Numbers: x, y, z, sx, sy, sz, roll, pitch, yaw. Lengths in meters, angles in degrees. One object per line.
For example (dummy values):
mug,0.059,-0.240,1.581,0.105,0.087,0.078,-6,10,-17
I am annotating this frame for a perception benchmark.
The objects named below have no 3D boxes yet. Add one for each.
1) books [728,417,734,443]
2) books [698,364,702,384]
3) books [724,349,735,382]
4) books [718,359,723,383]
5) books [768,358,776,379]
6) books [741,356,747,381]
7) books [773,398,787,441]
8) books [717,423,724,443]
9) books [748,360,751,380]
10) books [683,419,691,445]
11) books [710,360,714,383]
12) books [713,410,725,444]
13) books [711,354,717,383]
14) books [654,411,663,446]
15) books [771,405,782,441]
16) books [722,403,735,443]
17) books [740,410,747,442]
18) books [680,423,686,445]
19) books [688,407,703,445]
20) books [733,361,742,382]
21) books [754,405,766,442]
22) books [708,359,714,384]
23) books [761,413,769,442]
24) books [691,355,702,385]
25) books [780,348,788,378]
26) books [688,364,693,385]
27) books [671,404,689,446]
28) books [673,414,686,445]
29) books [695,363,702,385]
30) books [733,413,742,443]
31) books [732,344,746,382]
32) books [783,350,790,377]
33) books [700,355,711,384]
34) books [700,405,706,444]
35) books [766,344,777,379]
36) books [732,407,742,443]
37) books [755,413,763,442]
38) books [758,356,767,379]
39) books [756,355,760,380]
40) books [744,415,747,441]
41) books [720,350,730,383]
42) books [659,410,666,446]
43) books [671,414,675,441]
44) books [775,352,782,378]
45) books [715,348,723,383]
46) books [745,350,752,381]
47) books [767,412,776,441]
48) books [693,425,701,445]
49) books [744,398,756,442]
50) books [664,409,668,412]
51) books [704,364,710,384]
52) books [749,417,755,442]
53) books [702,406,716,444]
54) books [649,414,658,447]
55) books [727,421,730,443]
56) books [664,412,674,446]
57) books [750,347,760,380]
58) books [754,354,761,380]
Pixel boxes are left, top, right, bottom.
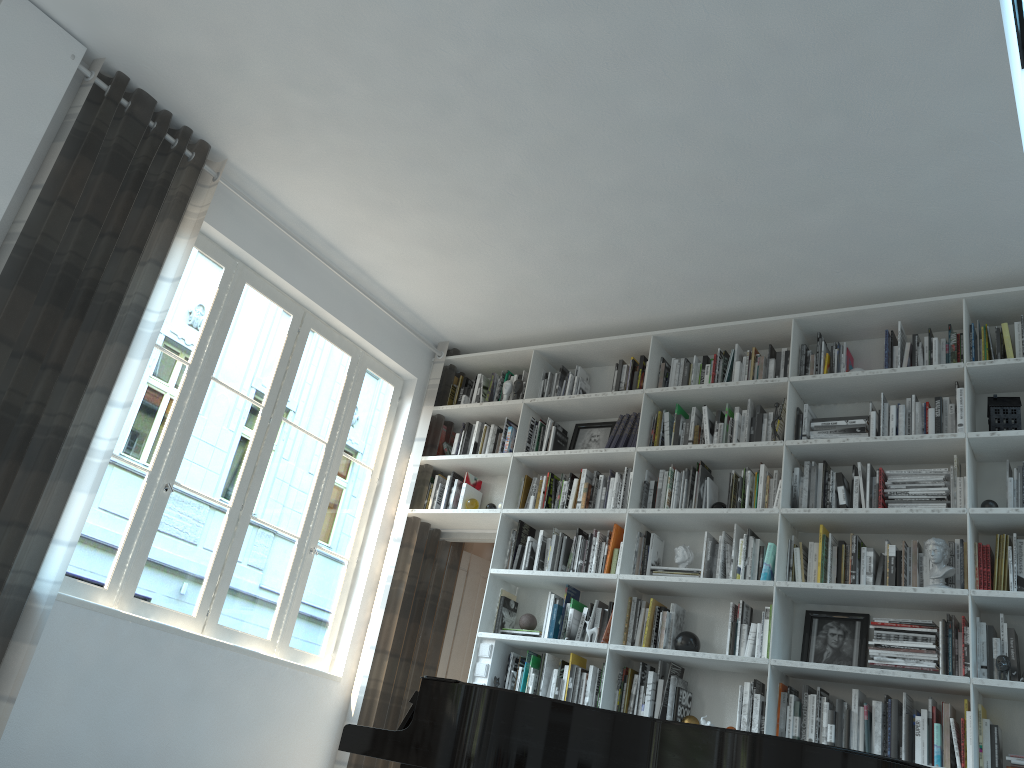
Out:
books,1.241,0.316,4.943,0.010,0.207,0.174,-5,-29,33
books,1.133,0.010,5.227,0.012,0.215,0.151,-5,-29,33
books,1.275,-0.040,5.122,0.052,0.271,0.173,-5,-29,33
books,1.236,-0.011,5.156,0.029,0.234,0.130,-5,-29,33
books,1.477,-0.021,4.965,0.031,0.184,0.177,-5,-29,33
books,1.348,-0.024,5.079,0.026,0.234,0.135,-5,-29,33
books,1.471,0.251,4.811,0.058,0.301,0.175,-5,-29,33
books,1.193,0.334,4.968,0.028,0.179,0.169,-5,-29,33
books,1.386,-0.013,5.058,0.029,0.212,0.142,-5,-29,33
books,1.030,0.332,5.086,0.029,0.218,0.158,-5,-29,33
books,1.191,-0.005,5.166,0.011,0.215,0.160,-5,-29,33
books,1.182,0.301,5.005,0.027,0.264,0.169,-5,-29,33
books,1.204,-0.022,5.166,0.013,0.250,0.184,-5,-29,33
books,0.881,0.320,5.205,0.013,0.282,0.159,-5,-29,33
books,1.455,0.270,4.812,0.055,0.262,0.167,-5,-29,33
books,1.222,0.275,4.983,0.012,0.306,0.145,-5,-29,33
books,1.305,0.291,4.923,0.028,0.259,0.136,-5,-29,33
books,1.010,0.345,5.102,0.024,0.200,0.154,-5,-29,33
books,1.058,0.297,5.086,0.023,0.292,0.156,-5,-29,33
books,1.316,-0.005,5.079,0.031,0.189,0.182,-5,-29,33
books,1.373,0.276,4.895,0.022,0.289,0.147,-5,-29,33
books,1.186,-0.010,5.182,0.013,0.233,0.155,-5,-29,33
books,1.401,0.295,4.841,0.022,0.221,0.161,-5,-29,33
books,1.098,-0.016,5.244,0.010,0.263,0.161,-5,-29,33
books,1.540,-0.051,4.962,0.030,0.260,0.152,-5,-29,33
books,1.081,0.009,5.238,0.015,0.206,0.167,-5,-29,33
books,0.973,0.291,5.140,0.012,0.313,0.172,-5,-29,33
books,0.984,0.323,5.115,0.031,0.241,0.182,-5,-29,33
books,1.123,0.007,5.247,0.025,0.233,0.130,-5,-29,33
books,1.272,0.300,4.916,0.021,0.225,0.192,-5,-29,33
books,1.313,-0.056,5.122,0.014,0.314,0.166,-5,-29,33
books,1.548,-0.047,4.925,0.026,0.224,0.173,-5,-29,33
books,1.153,-0.015,5.226,0.028,0.266,0.152,-5,-29,33
books,1.113,0.291,5.075,0.013,0.314,0.135,-5,-29,33
books,1.471,-0.061,5.001,0.013,0.284,0.160,-5,-29,33
books,1.270,0.286,4.958,0.026,0.285,0.138,-5,-29,33
books,1.378,0.298,4.851,0.030,0.217,0.183,-5,-29,33
books,1.429,-0.029,4.988,0.026,0.199,0.188,-5,-29,33
books,1.415,-0.029,5.002,0.013,0.206,0.178,-5,-29,33
books,1.317,0.301,4.903,0.013,0.230,0.142,-5,-29,33
books,1.249,-0.038,5.142,0.013,0.275,0.165,-5,-29,33
books,0.902,0.315,5.191,0.010,0.286,0.149,-5,-29,33
books,0.963,0.321,5.142,0.011,0.259,0.158,-5,-29,33
books,1.510,-0.042,4.967,0.026,0.236,0.149,-5,-29,33
books,1.220,-0.043,5.171,0.010,0.297,0.151,-5,-29,33
books,1.368,-0.040,5.075,0.014,0.268,0.157,-5,-29,33
books,1.430,0.294,4.842,0.025,0.236,0.153,-5,-29,33
books,1.077,0.349,5.056,0.034,0.179,0.160,-5,-29,33
books,1.330,0.259,4.905,0.011,0.312,0.184,-5,-29,33
books,0.906,0.316,5.218,0.014,0.307,0.130,-5,-29,33
books,1.167,0.009,5.190,0.030,0.200,0.152,-5,-29,33
books,1.346,0.311,4.891,0.024,0.212,0.150,-5,-29,33
books,1.134,0.289,5.026,0.075,0.284,0.179,-5,-29,33
books,0.856,0.327,5.199,0.023,0.255,0.175,-5,-29,33
books,1.241,0.328,4.973,0.024,0.211,0.128,-5,-29,33
books,0.936,0.321,5.172,0.067,0.273,0.168,-5,-29,33
books,1.394,-0.050,5.037,0.014,0.265,0.192,-5,-29,33
books,1.409,-0.032,5.025,0.021,0.227,0.161,-5,-29,33
